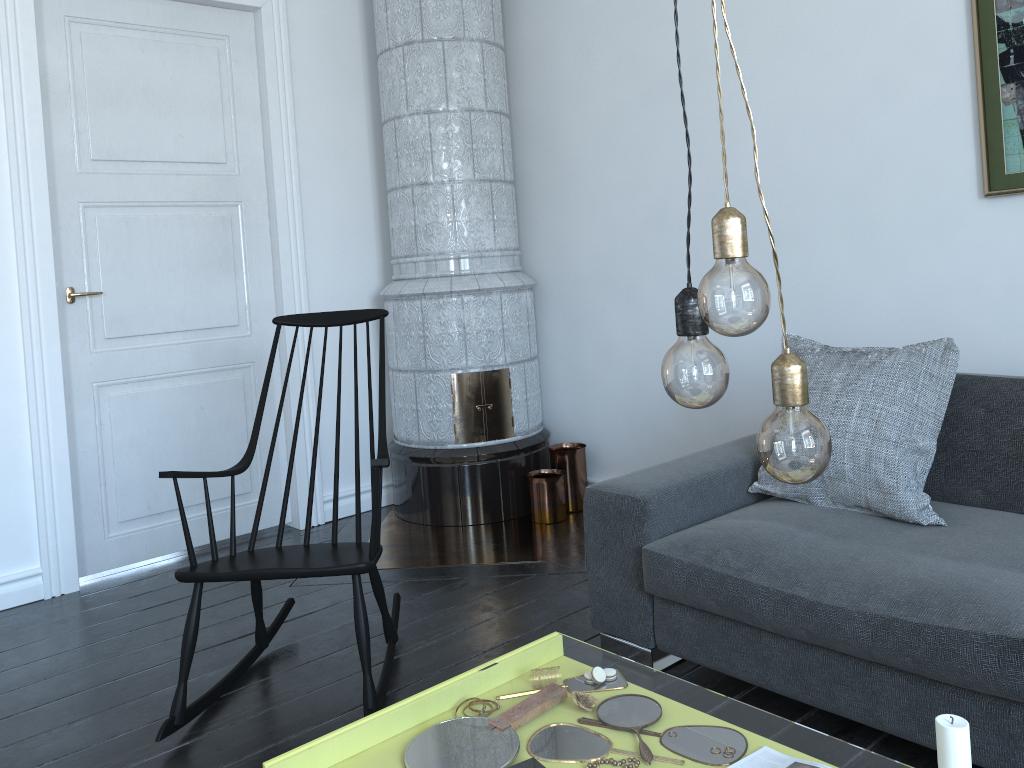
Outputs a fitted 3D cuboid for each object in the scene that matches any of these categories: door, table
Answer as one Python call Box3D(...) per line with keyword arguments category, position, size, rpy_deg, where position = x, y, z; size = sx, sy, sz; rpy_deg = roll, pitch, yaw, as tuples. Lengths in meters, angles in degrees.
Box3D(category="door", position=(-1.425, -0.513, 3.689), size=(1.176, 2.469, 0.115), rpy_deg=(-6, 1, -41))
Box3D(category="table", position=(0.329, 0.751, 0.967), size=(0.605, 0.398, 1.401), rpy_deg=(-9, 8, -40))

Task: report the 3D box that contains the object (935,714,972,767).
Box3D(category="object", position=(0.490, 0.452, 0.971), size=(0.074, 0.173, 0.075), rpy_deg=(-4, 2, -6))

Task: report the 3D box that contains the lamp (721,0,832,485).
Box3D(category="lamp", position=(0.231, -0.642, 0.896), size=(0.089, 1.494, 0.074), rpy_deg=(-4, 1, -17))

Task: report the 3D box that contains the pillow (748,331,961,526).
Box3D(category="pillow", position=(1.455, 0.146, 1.917), size=(0.481, 0.490, 2.057), rpy_deg=(-7, 7, -36))

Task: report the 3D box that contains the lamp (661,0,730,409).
Box3D(category="lamp", position=(0.150, -0.717, 0.963), size=(0.074, 1.494, 0.086), rpy_deg=(-4, 1, 11))

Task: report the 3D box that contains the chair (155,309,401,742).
Box3D(category="chair", position=(-0.593, 0.314, 2.528), size=(0.612, 1.002, 0.911), rpy_deg=(-4, 4, 4))

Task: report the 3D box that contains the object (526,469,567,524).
Box3D(category="object", position=(0.154, 0.491, 3.849), size=(0.174, 0.199, 0.173), rpy_deg=(-1, 5, 39))

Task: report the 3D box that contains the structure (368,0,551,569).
Box3D(category="structure", position=(-0.305, -0.837, 3.945), size=(0.777, 2.883, 1.274), rpy_deg=(-4, 2, 4))

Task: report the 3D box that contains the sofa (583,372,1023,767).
Box3D(category="sofa", position=(1.348, 0.393, 1.900), size=(1.092, 0.720, 2.373), rpy_deg=(-9, 8, -40))

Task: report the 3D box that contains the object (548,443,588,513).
Box3D(category="object", position=(0.260, 0.424, 3.997), size=(0.177, 0.280, 0.173), rpy_deg=(-6, 3, -41))

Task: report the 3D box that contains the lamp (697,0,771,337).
Box3D(category="lamp", position=(0.178, -0.794, 0.906), size=(0.074, 1.494, 0.074), rpy_deg=(-4, 1, 6))
